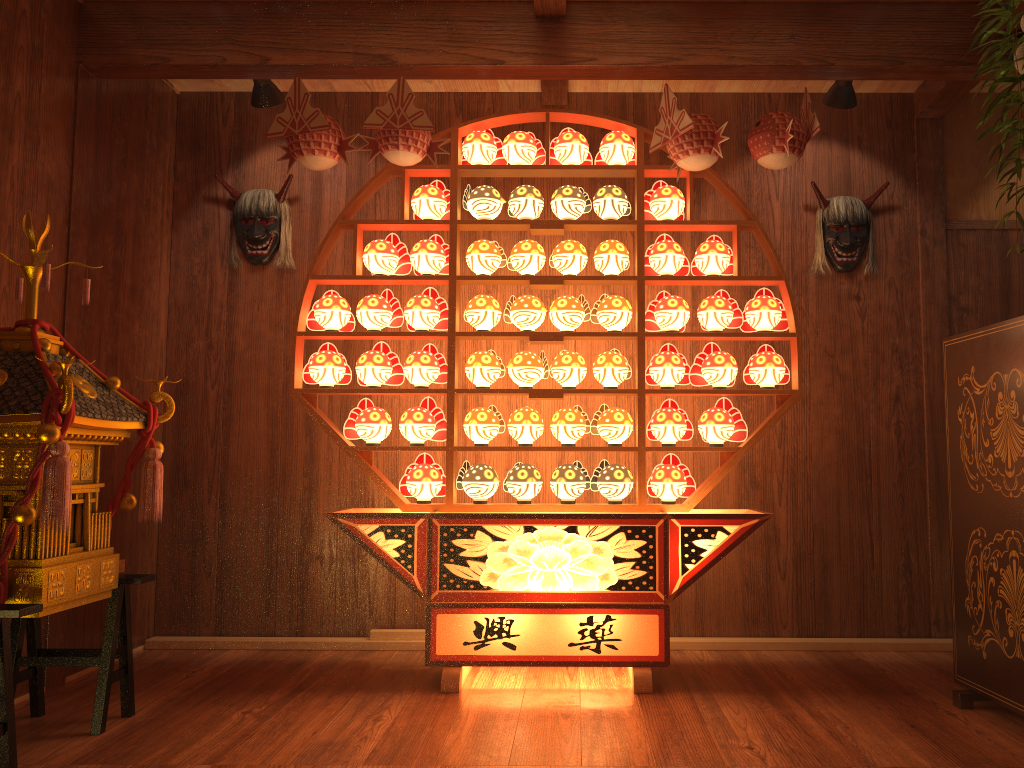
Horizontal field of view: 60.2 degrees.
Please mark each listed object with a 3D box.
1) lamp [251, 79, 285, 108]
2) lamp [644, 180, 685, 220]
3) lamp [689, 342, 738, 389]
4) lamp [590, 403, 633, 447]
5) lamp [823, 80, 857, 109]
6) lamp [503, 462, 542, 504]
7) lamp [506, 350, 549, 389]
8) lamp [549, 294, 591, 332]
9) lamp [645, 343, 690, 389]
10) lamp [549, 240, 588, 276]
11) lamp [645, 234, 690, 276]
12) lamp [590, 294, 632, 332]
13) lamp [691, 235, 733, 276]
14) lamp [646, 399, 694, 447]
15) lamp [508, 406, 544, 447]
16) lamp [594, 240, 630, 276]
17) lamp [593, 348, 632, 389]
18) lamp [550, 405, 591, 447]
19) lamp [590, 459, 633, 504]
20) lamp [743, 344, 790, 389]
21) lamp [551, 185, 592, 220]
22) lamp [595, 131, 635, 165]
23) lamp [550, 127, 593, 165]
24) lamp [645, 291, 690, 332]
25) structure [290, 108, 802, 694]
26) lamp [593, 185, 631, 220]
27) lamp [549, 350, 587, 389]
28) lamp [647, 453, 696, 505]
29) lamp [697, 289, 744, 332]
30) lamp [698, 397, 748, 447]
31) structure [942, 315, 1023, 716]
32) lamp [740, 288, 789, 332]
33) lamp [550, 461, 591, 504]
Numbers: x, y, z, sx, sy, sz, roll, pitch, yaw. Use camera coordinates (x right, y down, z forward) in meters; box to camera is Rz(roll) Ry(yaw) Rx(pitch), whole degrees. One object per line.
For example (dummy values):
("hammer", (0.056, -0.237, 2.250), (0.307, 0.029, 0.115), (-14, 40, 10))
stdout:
("lamp", (-0.999, -1.208, 3.617), (0.137, 0.176, 0.172), (1, -5, -12))
("lamp", (0.618, -0.734, 3.499), (0.203, 0.200, 0.154), (2, -5, -13))
("lamp", (0.811, -0.075, 3.439), (0.203, 0.200, 0.154), (2, -5, -13))
("lamp", (0.404, 0.157, 3.420), (0.144, 0.173, 0.152), (4, -6, -33))
("lamp", (1.337, -1.203, 3.615), (0.132, 0.177, 0.179), (-2, -6, 22))
("lamp", (0.050, 0.380, 3.400), (0.142, 0.161, 0.153), (2, -5, -18))
("lamp", (0.046, -0.057, 3.446), (0.161, 0.161, 0.136), (3, -6, -23))
("lamp", (0.209, -0.278, 3.470), (0.162, 0.167, 0.135), (4, -6, -33))
("lamp", (0.603, -0.073, 3.439), (0.187, 0.195, 0.159), (-1, -5, 12))
("lamp", (0.231, -0.499, 3.479), (0.142, 0.167, 0.153), (2, -5, -17))
("lamp", (0.609, -0.514, 3.478), (0.200, 0.200, 0.157), (0, -5, 2))
("lamp", (0.406, -0.282, 3.461), (0.144, 0.173, 0.152), (3, -6, -28))
("lamp", (0.788, -0.512, 3.479), (0.186, 0.195, 0.160), (-1, -5, 17))
("lamp", (0.605, 0.147, 3.419), (0.183, 0.194, 0.159), (-1, -5, 12))
("lamp", (0.052, 0.162, 3.418), (0.139, 0.161, 0.157), (0, -5, 2))
("lamp", (0.390, -0.501, 3.478), (0.138, 0.173, 0.158), (0, -5, 7))
("lamp", (0.382, -0.063, 3.439), (0.137, 0.173, 0.160), (-1, -5, 17))
("lamp", (0.214, 0.160, 3.422), (0.135, 0.167, 0.162), (-3, -6, 32))
("lamp", (0.402, 0.376, 3.403), (0.144, 0.173, 0.152), (4, -6, -33))
("lamp", (0.992, -0.071, 3.438), (0.180, 0.192, 0.159), (-1, -5, 12))
("lamp", (0.217, -0.718, 3.504), (0.134, 0.167, 0.162), (-4, -7, 42))
("lamp", (0.418, -0.948, 3.518), (0.188, 0.188, 0.158), (0, -5, 7))
("lamp", (0.238, -0.954, 3.519), (0.202, 0.200, 0.155), (1, -5, -8))
("lamp", (0.630, -0.288, 3.460), (0.193, 0.187, 0.154), (2, -5, -18))
("structure", (0.134, 0.011, 3.435), (1.960, 2.195, 0.490), (0, -5, 0))
("lamp", (0.387, -0.721, 3.498), (0.137, 0.173, 0.160), (-1, -5, 17))
("lamp", (0.224, -0.060, 3.439), (0.141, 0.167, 0.154), (2, -5, -12))
("lamp", (0.601, 0.364, 3.403), (0.191, 0.197, 0.160), (-1, -5, 17))
("lamp", (0.793, -0.290, 3.462), (0.175, 0.191, 0.162), (-3, -6, 32))
("lamp", (0.786, 0.145, 3.420), (0.193, 0.200, 0.162), (-4, -7, 37))
("structure", (1.612, 0.424, 2.719), (0.271, 1.250, 0.798), (1, -5, -1))
("lamp", (0.983, -0.294, 3.459), (0.196, 0.200, 0.160), (-1, -5, 17))
("lamp", (0.212, 0.378, 3.402), (0.135, 0.167, 0.162), (-3, -6, 32))
